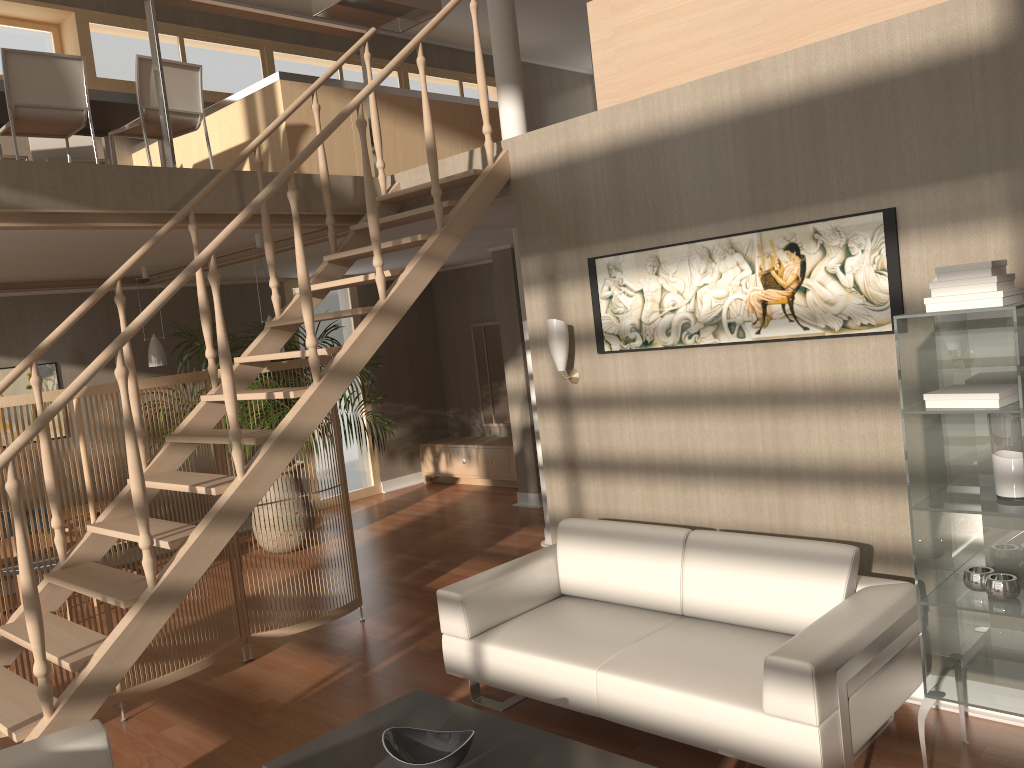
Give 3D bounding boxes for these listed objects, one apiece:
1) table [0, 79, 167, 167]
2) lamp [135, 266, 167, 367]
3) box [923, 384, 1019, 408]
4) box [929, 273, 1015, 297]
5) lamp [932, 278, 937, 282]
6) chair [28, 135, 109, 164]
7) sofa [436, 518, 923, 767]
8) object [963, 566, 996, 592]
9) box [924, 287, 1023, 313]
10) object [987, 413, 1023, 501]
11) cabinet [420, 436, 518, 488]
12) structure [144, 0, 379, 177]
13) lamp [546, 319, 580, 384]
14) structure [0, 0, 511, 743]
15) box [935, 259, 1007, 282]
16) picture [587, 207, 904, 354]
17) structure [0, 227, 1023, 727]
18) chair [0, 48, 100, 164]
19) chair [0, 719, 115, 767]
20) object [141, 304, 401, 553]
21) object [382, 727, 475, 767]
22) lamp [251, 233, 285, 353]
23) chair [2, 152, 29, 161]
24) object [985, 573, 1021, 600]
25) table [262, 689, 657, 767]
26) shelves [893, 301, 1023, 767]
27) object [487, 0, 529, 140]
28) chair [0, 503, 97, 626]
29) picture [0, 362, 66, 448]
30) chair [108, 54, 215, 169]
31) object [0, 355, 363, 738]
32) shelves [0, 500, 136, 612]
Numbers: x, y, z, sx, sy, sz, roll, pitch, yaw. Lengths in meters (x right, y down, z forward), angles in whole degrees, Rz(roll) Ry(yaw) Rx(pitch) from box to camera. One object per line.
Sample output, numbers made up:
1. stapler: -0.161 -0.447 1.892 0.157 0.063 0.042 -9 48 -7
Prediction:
1. table: -3.186 -1.394 5.534 0.900 0.740 1.800 -2 6 44
2. lamp: -2.886 -0.540 7.095 0.139 0.800 0.139 -5 4 19
3. box: 1.516 0.039 2.901 0.232 0.047 0.232 -10 5 -41
4. box: 1.491 -0.320 2.871 0.200 0.047 0.200 -2 6 44
5. lamp: 1.636 -0.226 3.284 0.112 0.353 0.153 -2 6 44
6. chair: -3.089 -1.486 6.243 0.430 0.796 0.496 -9 5 -36
7. sofa: 0.620 1.034 3.669 1.781 0.740 0.905 -2 6 44
8. object: 1.585 0.661 3.002 0.103 0.066 0.103 -8 5 -26
9. box: 1.497 -0.272 2.872 0.232 0.047 0.232 -2 6 44
10. object: 1.628 0.228 2.887 0.129 0.291 0.129 -5 4 16
11. cabinet: -0.177 0.842 9.555 1.911 0.458 0.500 -2 6 44
12. structure: -3.227 -1.470 5.539 3.475 0.900 3.300 -2 6 44
13. lamp: 0.263 -0.167 4.618 0.112 0.353 0.153 -2 6 44
14. structure: -1.368 -0.202 4.083 1.000 3.578 3.150 -2 6 44
15. box: 1.485 -0.366 2.866 0.168 0.047 0.168 -2 6 44
16. picture: 0.962 -0.420 3.986 1.531 0.487 0.018 -2 6 44
17. structure: 0.311 0.023 5.625 8.342 2.533 10.775 -2 6 44
18. chair: -2.717 -1.449 5.144 0.430 0.796 0.496 -10 5 -41
19. chair: -1.453 1.365 2.344 0.905 0.740 0.900 -9 5 -36
20. object: -2.056 0.489 7.556 2.109 2.304 2.157 -4 5 33
21. object: -0.268 1.199 2.893 0.317 0.125 0.223 -5 4 16
22. lamp: -1.626 -0.595 5.872 0.139 0.800 0.139 -7 4 -10
23. chair: -3.475 -1.413 5.831 0.496 0.796 0.430 -3 5 39
24. object: 1.607 0.666 2.907 0.103 0.066 0.103 -8 5 -26
25. table: -0.156 1.397 2.886 1.260 0.293 0.700 -2 6 44
26. shelves: 1.585 0.543 2.951 0.400 1.600 0.403 -2 6 44
27. object: -0.067 -2.654 6.502 0.200 2.400 0.200 -2 6 44
28. chair: -3.306 1.236 6.220 0.582 0.856 0.509 -7 4 -6
29. picture: -4.210 0.216 6.938 0.010 0.633 1.317 -2 6 44
30. chair: -2.187 -1.533 5.477 0.496 0.796 0.430 -3 5 39
31. object: -1.773 0.734 4.592 2.229 1.542 0.233 -10 5 -41
32. shelves: -3.736 1.370 6.754 0.658 0.590 1.600 -2 6 44
